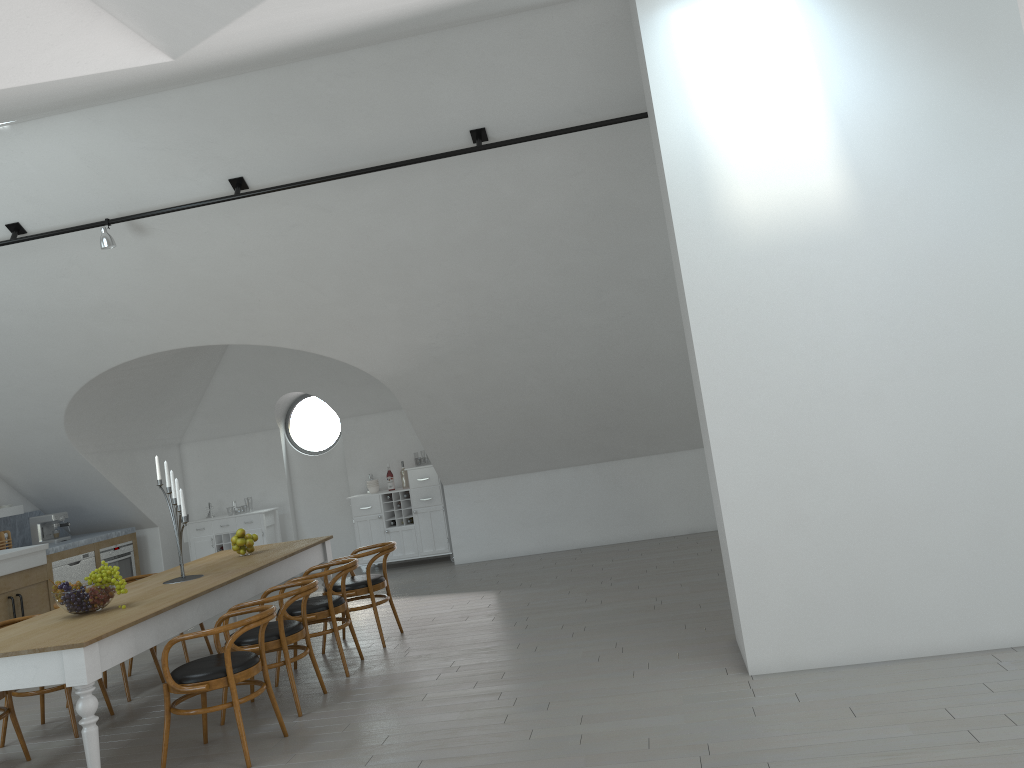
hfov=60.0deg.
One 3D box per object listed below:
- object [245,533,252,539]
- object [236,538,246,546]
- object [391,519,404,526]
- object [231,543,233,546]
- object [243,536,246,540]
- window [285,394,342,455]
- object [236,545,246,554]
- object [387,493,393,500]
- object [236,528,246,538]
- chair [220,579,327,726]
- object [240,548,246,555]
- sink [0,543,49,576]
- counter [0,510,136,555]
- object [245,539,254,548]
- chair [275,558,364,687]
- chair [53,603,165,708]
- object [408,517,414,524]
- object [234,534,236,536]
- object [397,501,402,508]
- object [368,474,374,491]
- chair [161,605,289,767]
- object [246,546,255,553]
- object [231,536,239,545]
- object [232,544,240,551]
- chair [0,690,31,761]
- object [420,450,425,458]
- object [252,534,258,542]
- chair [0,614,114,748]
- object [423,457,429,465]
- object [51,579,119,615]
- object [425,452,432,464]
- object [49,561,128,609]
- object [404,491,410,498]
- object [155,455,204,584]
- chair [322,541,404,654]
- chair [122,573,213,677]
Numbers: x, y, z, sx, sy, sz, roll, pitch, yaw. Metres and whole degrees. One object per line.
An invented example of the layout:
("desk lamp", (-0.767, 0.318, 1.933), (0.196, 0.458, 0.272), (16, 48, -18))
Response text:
("object", (-2.062, 1.198, 6.934), (0.058, 0.057, 0.053), (-10, -4, 23))
("object", (-2.099, 1.226, 6.867), (0.071, 0.064, 0.072), (-9, -3, 2))
("object", (-1.361, 1.651, 10.659), (0.156, 0.085, 0.331), (-9, -2, 9))
("object", (-2.172, 1.253, 6.965), (0.062, 0.060, 0.062), (-9, -3, 12))
("object", (-2.115, 1.216, 6.973), (0.053, 0.051, 0.052), (-8, -3, -21))
("window", (-2.531, 0.512, 11.422), (0.899, 0.901, 0.060), (-9, -4, 8))
("object", (-2.125, 1.297, 6.956), (0.080, 0.074, 0.078), (-6, -4, -37))
("object", (-1.437, 1.354, 10.681), (0.092, 0.094, 0.359), (-9, -3, 9))
("object", (-2.121, 1.167, 6.936), (0.072, 0.074, 0.072), (-9, -3, 8))
("chair", (-1.455, 1.625, 5.454), (0.621, 0.736, 0.526), (-9, -4, 8))
("object", (-2.093, 1.304, 6.895), (0.049, 0.050, 0.051), (-9, -3, 12))
("sink", (-5.067, 1.746, 8.456), (0.726, 0.202, 1.020), (-9, -2, 8))
("counter", (-5.435, 1.463, 7.462), (0.961, 0.621, 6.568), (-9, -2, 8))
("object", (-2.044, 1.239, 6.900), (0.071, 0.072, 0.070), (-7, -4, -27))
("chair", (-1.330, 1.635, 6.170), (0.621, 0.736, 0.526), (-9, -3, 3))
("chair", (-2.965, 1.899, 6.458), (0.621, 0.736, 0.527), (-9, -4, 11))
("object", (-1.192, 1.627, 10.627), (0.081, 0.081, 0.358), (-9, -2, 6))
("object", (-2.162, 1.208, 6.999), (0.062, 0.060, 0.062), (-9, -3, 9))
("object", (-1.321, 1.447, 10.666), (0.085, 0.085, 0.330), (-9, -2, 8))
("object", (-1.750, 1.218, 10.970), (0.115, 0.209, 0.065), (-9, -4, 10))
("chair", (-1.525, 1.606, 4.730), (0.621, 0.736, 0.527), (-9, -4, 12))
("object", (-2.051, 1.292, 6.951), (0.063, 0.063, 0.064), (-10, -3, 19))
("object", (-2.158, 1.220, 6.912), (0.066, 0.071, 0.072), (-7, -3, -22))
("object", (-2.143, 1.272, 6.885), (0.059, 0.056, 0.059), (-9, -3, 3))
("chair", (-3.185, 1.873, 5.023), (0.621, 0.736, 0.526), (-9, -4, 8))
("object", (-1.077, 0.899, 10.787), (0.054, 0.179, 0.054), (-9, -4, 3))
("object", (-2.030, 1.212, 6.981), (0.063, 0.063, 0.062), (-7, -4, -29))
("chair", (-3.016, 1.877, 5.730), (0.621, 0.736, 0.526), (-9, -3, 5))
("object", (-1.034, 0.931, 10.725), (0.071, 0.099, 0.071), (-10, -4, 16))
("object", (-2.455, 1.246, 5.128), (0.360, 0.160, 0.359), (-8, -3, -11))
("object", (-1.015, 0.886, 10.796), (0.063, 0.187, 0.063), (-8, -4, -5))
("object", (-2.442, 1.180, 5.115), (0.394, 0.285, 0.291), (-7, -4, -28))
("object", (-1.235, 1.325, 10.643), (0.087, 0.085, 0.359), (-9, -2, 8))
("object", (-2.314, 0.902, 6.109), (0.266, 0.877, 0.772), (-7, -4, -18))
("chair", (-1.154, 1.637, 6.874), (0.621, 0.736, 0.527), (-9, -4, 11))
("chair", (-2.846, 1.910, 7.171), (0.621, 0.736, 0.526), (-9, -3, 5))
